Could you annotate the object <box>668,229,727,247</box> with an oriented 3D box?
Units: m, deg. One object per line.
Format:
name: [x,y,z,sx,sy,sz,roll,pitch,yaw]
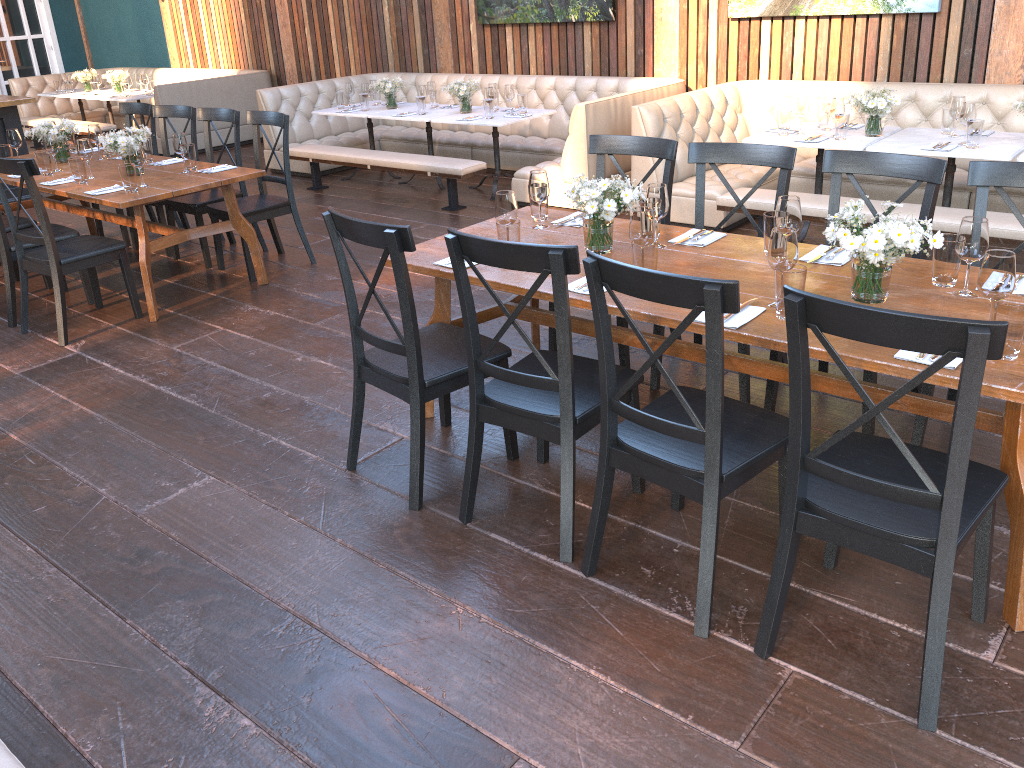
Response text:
object: [0.723,-0.578,3.496,0.159,0.018,0.259,16,31,37]

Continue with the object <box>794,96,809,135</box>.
object: [1.910,-1.772,5.843,0.092,0.239,0.094,-4,22,-1]

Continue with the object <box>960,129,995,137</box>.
object: [2.906,-1.572,5.532,0.159,0.018,0.259,16,31,37]

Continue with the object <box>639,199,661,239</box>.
object: [0.552,-0.656,3.527,0.092,0.154,0.093,-13,24,-21]

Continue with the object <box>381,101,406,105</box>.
object: [-1.190,-2.790,8.787,0.159,0.018,0.259,16,31,37]

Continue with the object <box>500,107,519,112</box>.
object: [0.002,-2.435,7.838,0.159,0.018,0.259,16,31,37]

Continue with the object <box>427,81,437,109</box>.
object: [-0.741,-2.681,8.218,0.092,0.239,0.094,-4,22,-1]

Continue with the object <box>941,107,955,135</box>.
object: [2.748,-1.654,5.570,0.092,0.154,0.093,8,25,25]

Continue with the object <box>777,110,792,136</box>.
object: [1.804,-1.730,5.866,0.092,0.154,0.093,8,25,25]

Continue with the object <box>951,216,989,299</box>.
object: [1.405,-0.388,2.714,0.092,0.239,0.094,-6,22,-6]

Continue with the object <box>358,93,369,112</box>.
object: [-1.396,-2.661,8.365,0.092,0.154,0.093,8,25,25]

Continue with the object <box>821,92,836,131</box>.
object: [2.124,-1.830,5.942,0.092,0.239,0.094,-4,22,-1]

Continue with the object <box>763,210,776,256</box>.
object: [0.959,-0.543,3.222,0.092,0.154,0.093,-13,24,-21]

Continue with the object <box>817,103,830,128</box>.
object: [2.133,-1.837,6.059,0.092,0.154,0.093,8,25,25]

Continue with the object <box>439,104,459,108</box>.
object: [-0.575,-2.606,8.297,0.159,0.018,0.259,16,31,37]

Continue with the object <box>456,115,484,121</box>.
object: [-0.342,-2.256,7.489,0.159,0.018,0.259,16,31,37]

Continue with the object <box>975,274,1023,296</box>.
object: [1.570,-0.315,2.797,0.159,0.018,0.259,16,31,37]

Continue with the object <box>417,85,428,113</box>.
object: [-0.803,-2.566,7.973,0.092,0.239,0.094,-4,22,-1]

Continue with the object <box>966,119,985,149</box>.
object: [2.674,-1.447,5.121,0.092,0.154,0.093,8,25,25]

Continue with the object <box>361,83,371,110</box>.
object: [-1.393,-2.746,8.452,0.092,0.239,0.094,-4,22,-1]

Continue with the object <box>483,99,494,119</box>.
object: [-0.193,-2.300,7.402,0.092,0.154,0.093,8,25,25]

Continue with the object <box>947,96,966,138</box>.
object: [2.740,-1.647,5.452,0.092,0.239,0.094,-6,22,-6]

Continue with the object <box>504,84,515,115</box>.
object: [-0.019,-2.438,7.582,0.092,0.239,0.094,-4,22,-1]

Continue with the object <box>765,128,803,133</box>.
object: [1.872,-1.735,6.034,0.257,0.018,0.160,17,31,37]

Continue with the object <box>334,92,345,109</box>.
object: [-1.677,-2.764,8.632,0.092,0.154,0.093,8,25,25]

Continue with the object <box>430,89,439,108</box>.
object: [-0.733,-2.688,8.335,0.092,0.154,0.093,8,25,25]

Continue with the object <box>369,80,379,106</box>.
object: [-1.356,-2.864,8.708,0.092,0.239,0.094,-4,22,-1]

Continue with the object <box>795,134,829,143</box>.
object: [1.935,-1.582,5.688,0.159,0.018,0.259,16,31,37]

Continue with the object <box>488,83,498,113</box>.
object: [-0.164,-2.509,7.759,0.092,0.239,0.094,-4,22,-1]

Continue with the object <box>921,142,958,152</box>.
object: [2.524,-1.403,5.209,0.159,0.018,0.259,16,31,37]

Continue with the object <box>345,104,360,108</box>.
object: [-1.609,-2.769,8.799,0.257,0.018,0.160,17,31,37]

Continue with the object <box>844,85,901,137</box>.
object: [2.307,-1.733,5.625,0.331,0.302,0.342,-15,25,-24]

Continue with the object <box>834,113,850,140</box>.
object: [2.085,-1.627,5.600,0.092,0.154,0.093,8,25,25]

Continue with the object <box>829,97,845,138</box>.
object: [2.088,-1.712,5.686,0.092,0.239,0.094,-4,22,-1]

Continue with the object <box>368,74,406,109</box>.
object: [-1.167,-2.772,8.401,0.339,0.302,0.333,-20,28,-33]

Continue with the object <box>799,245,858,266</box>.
object: [1.138,-0.463,3.185,0.159,0.018,0.259,16,31,37]

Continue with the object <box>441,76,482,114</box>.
object: [-0.429,-2.553,7.815,0.339,0.302,0.334,-18,27,-30]

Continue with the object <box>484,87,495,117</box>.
object: [-0.189,-2.385,7.488,0.093,0.239,0.093,16,29,40]

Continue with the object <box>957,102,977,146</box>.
object: [2.677,-1.532,5.208,0.092,0.239,0.094,-6,22,-6]

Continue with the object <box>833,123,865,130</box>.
object: [2.290,-1.755,6.022,0.159,0.018,0.259,16,31,37]

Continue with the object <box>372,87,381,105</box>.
object: [-1.348,-2.872,8.825,0.092,0.154,0.093,8,25,25]

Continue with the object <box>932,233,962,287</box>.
object: [1.390,-0.393,2.830,0.092,0.154,0.093,-13,24,-21]

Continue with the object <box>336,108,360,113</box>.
object: [-1.546,-2.616,8.453,0.159,0.018,0.259,16,31,37]

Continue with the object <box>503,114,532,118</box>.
object: [0.032,-2.271,7.473,0.257,0.018,0.160,17,31,37]

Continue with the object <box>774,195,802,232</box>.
object: [0.963,-0.533,3.096,0.092,0.239,0.094,-6,22,-6]

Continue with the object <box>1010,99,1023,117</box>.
object: [3.052,-1.522,5.057,0.336,0.302,0.336,3,24,14]

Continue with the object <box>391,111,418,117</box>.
object: [-0.956,-2.437,7.974,0.159,0.018,0.259,16,31,37]

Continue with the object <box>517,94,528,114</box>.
object: [0.092,-2.403,7.590,0.092,0.154,0.094,-8,23,-12]

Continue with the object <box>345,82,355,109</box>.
object: [-1.570,-2.806,8.609,0.092,0.239,0.094,-4,22,-1]

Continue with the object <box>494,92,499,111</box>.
object: [-0.156,-2.517,7.876,0.092,0.154,0.093,8,25,25]

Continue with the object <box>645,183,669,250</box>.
object: [0.556,-0.644,3.398,0.092,0.239,0.094,-6,22,-6]

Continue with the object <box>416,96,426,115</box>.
object: [-0.807,-2.481,7.887,0.092,0.154,0.093,8,25,25]
